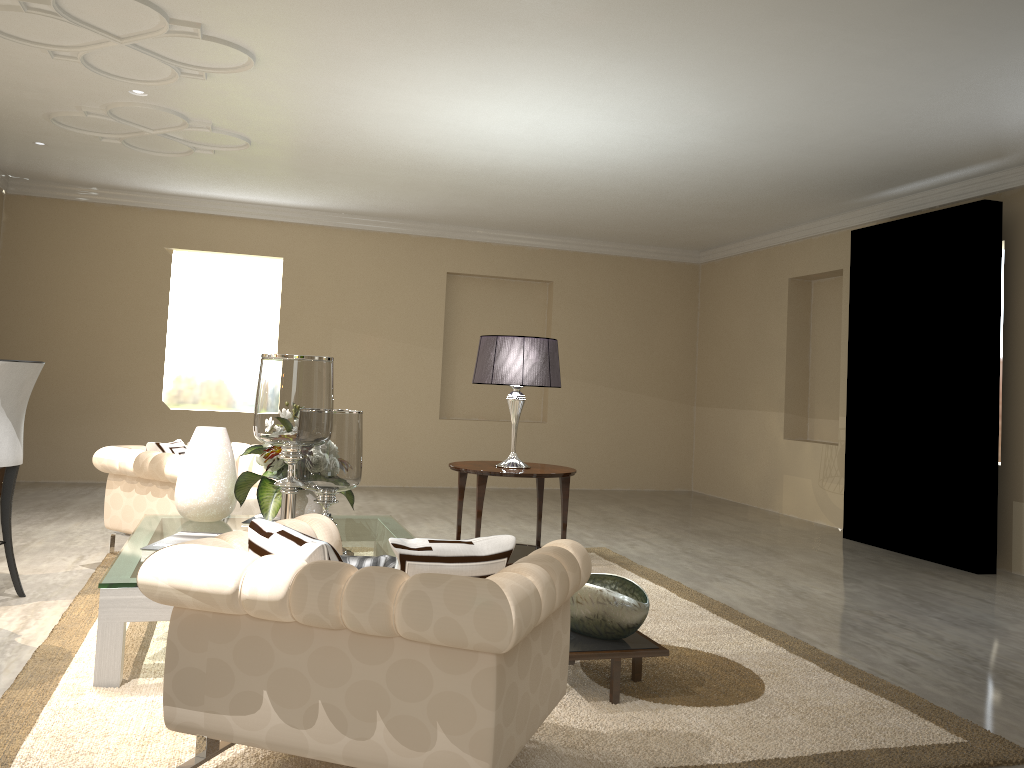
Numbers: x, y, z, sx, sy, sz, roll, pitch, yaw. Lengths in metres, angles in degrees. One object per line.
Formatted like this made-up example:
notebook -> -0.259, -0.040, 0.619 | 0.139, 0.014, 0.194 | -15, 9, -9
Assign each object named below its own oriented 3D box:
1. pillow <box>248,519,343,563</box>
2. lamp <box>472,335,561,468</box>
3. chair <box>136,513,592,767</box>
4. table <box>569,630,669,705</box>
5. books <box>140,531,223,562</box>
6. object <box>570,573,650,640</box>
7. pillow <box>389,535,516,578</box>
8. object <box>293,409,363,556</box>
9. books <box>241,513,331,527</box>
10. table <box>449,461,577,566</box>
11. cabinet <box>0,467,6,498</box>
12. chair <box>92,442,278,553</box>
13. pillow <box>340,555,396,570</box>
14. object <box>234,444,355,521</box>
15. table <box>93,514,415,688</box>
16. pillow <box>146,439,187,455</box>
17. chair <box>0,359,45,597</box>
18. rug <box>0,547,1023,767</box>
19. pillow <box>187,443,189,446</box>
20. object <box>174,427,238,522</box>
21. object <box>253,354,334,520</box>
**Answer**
pillow -> -0.471, 0.454, 1.999 | 0.300, 0.270, 0.197 | 1, -3, 43
lamp -> 0.020, 0.096, 4.695 | 0.473, 0.683, 0.474 | 5, -3, -42
chair -> -0.303, 0.643, 2.048 | 0.850, 0.554, 0.708 | 2, -1, 18
table -> 0.251, 0.863, 2.782 | 0.336, 0.156, 0.385 | 3, -1, -17
books -> -1.062, 0.557, 3.010 | 0.259, 0.044, 0.350 | 3, 0, 1
object -> 0.267, 0.701, 2.792 | 0.195, 0.178, 0.376 | 4, -2, -42
pillow -> -0.153, 0.449, 1.924 | 0.283, 0.252, 0.185 | 3, -2, -24
object -> -0.648, 0.343, 3.108 | 0.236, 0.506, 0.236 | 4, -3, -19
books -> -0.895, 0.543, 3.544 | 0.274, 0.016, 0.340 | 3, 0, 0
table -> -0.009, 0.686, 4.660 | 0.673, 0.500, 0.673 | 3, -1, -20
cabinet -> -3.427, 0.379, 5.578 | 0.427, 0.815, 0.823 | 4, -2, -17
chair -> -1.536, 0.592, 4.412 | 0.734, 0.553, 0.847 | 2, -1, 33
pillow -> -0.307, 0.481, 2.041 | 0.251, 0.187, 0.128 | 2, -2, 20
object -> -0.843, 0.307, 3.554 | 0.510, 0.476, 0.546 | 3, -2, -16
table -> -0.875, 0.759, 3.289 | 1.056, 0.346, 1.299 | 3, 0, -17
pillow -> -1.656, 0.404, 4.332 | 0.183, 0.249, 0.280 | 3, -2, 6
chair -> -2.139, 0.373, 3.423 | 0.541, 0.954, 0.456 | 3, -3, -2
rug -> -0.294, 0.921, 3.385 | 2.668, 0.022, 2.968 | 3, 0, -17
pillow -> -1.558, 0.418, 4.628 | 0.164, 0.223, 0.251 | 1, -2, 36
object -> -1.272, 0.376, 3.707 | 0.251, 0.387, 0.251 | 4, -3, -22
object -> -0.715, 0.249, 2.868 | 0.250, 0.685, 0.250 | 3, -3, -12
